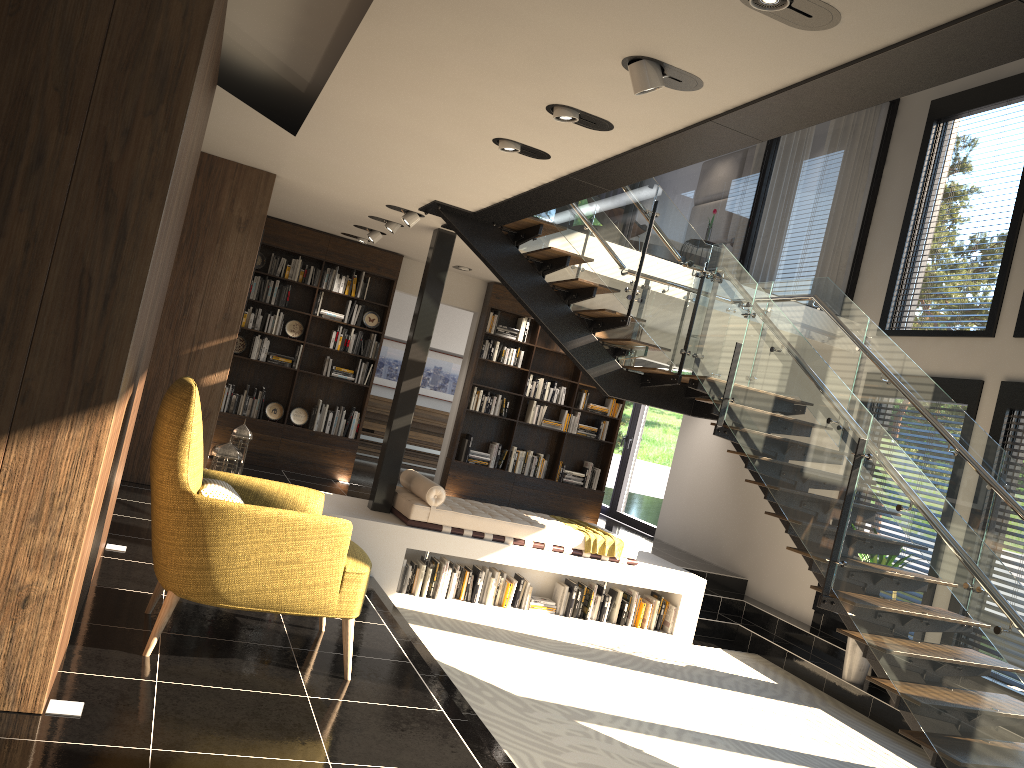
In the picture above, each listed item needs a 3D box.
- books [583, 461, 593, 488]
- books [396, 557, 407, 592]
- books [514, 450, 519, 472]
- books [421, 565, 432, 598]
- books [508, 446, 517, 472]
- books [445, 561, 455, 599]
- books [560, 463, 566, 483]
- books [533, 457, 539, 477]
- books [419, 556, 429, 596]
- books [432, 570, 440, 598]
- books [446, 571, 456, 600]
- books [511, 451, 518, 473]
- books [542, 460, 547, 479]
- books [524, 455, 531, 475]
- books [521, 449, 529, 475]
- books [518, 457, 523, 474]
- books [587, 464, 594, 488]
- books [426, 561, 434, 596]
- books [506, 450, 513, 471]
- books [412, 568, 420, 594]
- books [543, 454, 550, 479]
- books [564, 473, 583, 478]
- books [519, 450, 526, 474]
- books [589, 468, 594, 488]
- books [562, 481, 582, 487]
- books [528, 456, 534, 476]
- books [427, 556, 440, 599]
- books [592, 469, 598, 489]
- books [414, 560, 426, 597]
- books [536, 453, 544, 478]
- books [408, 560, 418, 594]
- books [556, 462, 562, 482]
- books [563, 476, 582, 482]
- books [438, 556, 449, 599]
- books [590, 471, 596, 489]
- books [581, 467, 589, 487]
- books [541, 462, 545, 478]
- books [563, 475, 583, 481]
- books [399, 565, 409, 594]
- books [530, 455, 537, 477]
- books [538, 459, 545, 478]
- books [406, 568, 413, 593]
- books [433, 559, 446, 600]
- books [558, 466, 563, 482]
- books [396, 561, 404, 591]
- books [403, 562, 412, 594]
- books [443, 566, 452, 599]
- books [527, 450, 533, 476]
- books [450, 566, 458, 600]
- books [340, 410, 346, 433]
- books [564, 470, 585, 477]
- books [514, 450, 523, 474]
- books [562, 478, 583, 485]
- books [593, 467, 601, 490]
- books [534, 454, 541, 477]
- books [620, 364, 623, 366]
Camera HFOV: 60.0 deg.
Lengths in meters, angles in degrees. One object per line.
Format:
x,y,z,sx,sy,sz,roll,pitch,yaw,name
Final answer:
0.940,1.149,11.272,0.030,0.326,0.194,14,-1,-20,books
-0.962,1.632,7.621,0.024,0.286,0.130,14,-1,-20,books
0.026,0.949,10.940,0.025,0.274,0.150,14,-1,-20,books
-0.757,1.698,7.673,0.027,0.254,0.204,14,-1,-20,books
-0.014,0.919,10.892,0.035,0.312,0.160,14,-1,-20,books
-0.567,1.715,7.777,0.021,0.313,0.139,14,-1,-20,books
0.611,1.112,11.141,0.027,0.238,0.159,14,-1,-20,books
0.263,1.020,11.018,0.029,0.250,0.142,14,-1,-20,books
-0.787,1.661,7.697,0.029,0.314,0.163,14,-1,-20,books
-0.691,1.724,7.728,0.029,0.237,0.146,14,-1,-20,books
-0.552,1.756,7.783,0.029,0.240,0.165,14,-1,-20,books
0.006,0.950,10.913,0.030,0.262,0.172,14,-1,-20,books
0.380,1.061,11.071,0.026,0.227,0.129,14,-1,-20,books
0.164,0.993,10.963,0.025,0.255,0.202,14,-1,-20,books
0.135,0.964,10.976,0.032,0.298,0.169,14,-1,-20,books
0.074,0.992,10.946,0.025,0.214,0.170,14,-1,-20,books
0.964,1.162,11.284,0.027,0.311,0.148,14,-1,-20,books
-0.740,1.690,7.713,0.028,0.279,0.120,14,-1,-20,books
-0.059,0.934,10.914,0.026,0.263,0.156,14,-1,-20,books
-0.852,1.690,7.679,0.020,0.225,0.156,14,-1,-20,books
0.408,1.027,11.089,0.022,0.307,0.131,14,-1,-20,books
0.751,1.148,11.222,0.251,0.026,0.148,14,-1,-25,books
0.104,0.965,10.966,0.031,0.280,0.141,14,-1,-20,books
0.978,1.189,11.301,0.023,0.267,0.147,14,-1,-20,books
0.726,1.251,11.220,0.273,0.025,0.156,14,-1,-23,books
0.212,1.009,10.988,0.023,0.246,0.148,14,-1,-20,books
-0.699,1.677,7.697,0.030,0.322,0.202,14,-1,-20,books
1.021,1.206,11.307,0.023,0.254,0.191,14,-1,-20,books
-0.812,1.675,7.660,0.035,0.273,0.200,14,-1,-20,books
0.318,1.011,11.037,0.025,0.294,0.177,14,-1,-20,books
-0.874,1.669,7.677,0.030,0.256,0.145,14,-1,-20,books
0.561,1.087,11.143,0.024,0.263,0.174,14,-1,-20,books
0.739,1.196,11.223,0.250,0.026,0.148,14,-1,-24,books
-0.617,1.690,7.747,0.051,0.338,0.187,14,-1,-20,books
0.996,1.210,11.306,0.022,0.234,0.178,14,-1,-20,books
0.907,1.181,11.260,0.026,0.247,0.149,14,-1,-20,books
0.356,1.058,11.062,0.026,0.221,0.144,14,-1,-20,books
0.749,1.173,11.211,0.263,0.024,0.167,14,-1,-25,books
-0.941,1.665,7.615,0.024,0.229,0.171,14,-1,-20,books
0.236,1.011,11.005,0.034,0.255,0.194,14,-1,-20,books
0.341,1.039,11.034,0.028,0.250,0.161,14,-1,-20,books
-0.905,1.684,7.663,0.029,0.211,0.130,14,-1,-20,books
-0.648,1.696,7.715,0.028,0.309,0.211,14,-1,-20,books
0.580,1.125,11.139,0.025,0.199,0.149,14,-1,-20,books
-0.991,1.633,7.626,0.025,0.270,0.156,14,-1,-20,books
-0.918,1.665,7.627,0.027,0.241,0.149,14,-1,-20,books
-0.588,1.726,7.760,0.025,0.282,0.149,14,-1,-20,books
0.189,0.973,10.991,0.032,0.305,0.155,14,-1,-20,books
-0.530,1.747,7.805,0.021,0.270,0.148,14,-1,-20,books
-1.962,0.442,10.194,0.011,0.300,0.153,14,-1,-20,books
0.762,1.122,11.209,0.288,0.030,0.175,14,-1,-16,books
0.060,0.956,10.925,0.030,0.276,0.160,14,-1,-20,books
0.736,1.224,11.213,0.286,0.030,0.176,14,-1,-22,books
1.047,1.202,11.309,0.025,0.274,0.204,14,-1,-20,books
0.295,1.013,11.022,0.028,0.280,0.154,14,-1,-20,books
1.373,-0.321,11.323,0.036,0.228,0.198,14,-1,-20,books
